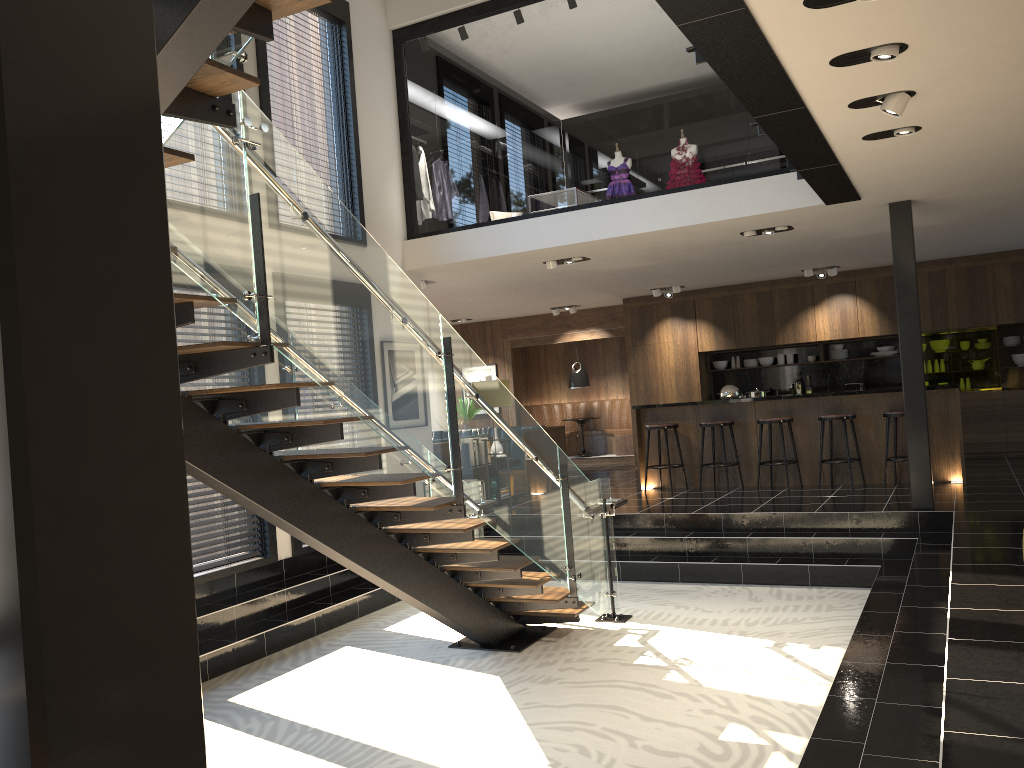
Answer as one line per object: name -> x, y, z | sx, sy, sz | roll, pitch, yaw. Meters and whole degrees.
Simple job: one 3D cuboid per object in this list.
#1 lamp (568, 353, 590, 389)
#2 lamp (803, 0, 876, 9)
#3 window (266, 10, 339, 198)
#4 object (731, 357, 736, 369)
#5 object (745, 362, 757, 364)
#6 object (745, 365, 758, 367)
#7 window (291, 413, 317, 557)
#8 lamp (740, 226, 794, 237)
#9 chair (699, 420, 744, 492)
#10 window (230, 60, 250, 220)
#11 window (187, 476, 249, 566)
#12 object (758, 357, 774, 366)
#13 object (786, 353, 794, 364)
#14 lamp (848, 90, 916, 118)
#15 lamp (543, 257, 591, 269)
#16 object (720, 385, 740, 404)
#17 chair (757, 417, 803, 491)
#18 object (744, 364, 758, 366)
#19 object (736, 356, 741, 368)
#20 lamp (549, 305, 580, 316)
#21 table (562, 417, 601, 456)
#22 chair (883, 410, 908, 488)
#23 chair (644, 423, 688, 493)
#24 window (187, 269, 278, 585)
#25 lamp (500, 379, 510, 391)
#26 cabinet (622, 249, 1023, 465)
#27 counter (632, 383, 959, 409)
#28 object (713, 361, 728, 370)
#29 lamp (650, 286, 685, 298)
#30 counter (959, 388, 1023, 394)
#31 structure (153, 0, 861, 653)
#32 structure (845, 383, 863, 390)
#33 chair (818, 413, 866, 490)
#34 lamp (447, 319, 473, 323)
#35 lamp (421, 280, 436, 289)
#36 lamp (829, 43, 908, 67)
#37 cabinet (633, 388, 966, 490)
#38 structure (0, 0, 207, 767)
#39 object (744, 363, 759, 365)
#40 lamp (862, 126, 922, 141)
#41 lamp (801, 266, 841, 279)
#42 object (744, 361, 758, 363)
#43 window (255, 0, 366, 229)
lamp -> 1.154, -0.415, 15.634 | 0.389, 0.974, 0.389 | -4, 0, -20
lamp -> 1.310, -1.572, 3.455 | 0.346, 0.177, 0.195 | -5, -1, 27
window -> -2.080, -2.579, 8.428 | 0.005, 2.297, 1.220 | -4, -1, 27
object -> 3.467, -0.333, 13.888 | 0.060, 0.185, 0.060 | -4, 0, -32
object -> 3.710, -0.319, 13.756 | 0.220, 0.033, 0.220 | -5, -1, 24
object -> 3.713, -0.271, 13.756 | 0.220, 0.033, 0.220 | -5, -1, 24
window -> -1.811, 0.263, 8.373 | 0.358, 2.475, 1.393 | -4, -1, 27
lamp -> 2.516, -1.567, 8.768 | 0.502, 0.194, 0.349 | -5, -1, 27
chair -> 2.399, 0.829, 10.273 | 0.413, 0.799, 0.412 | -5, -1, 36
window -> -2.737, -2.559, 6.976 | 0.358, 2.475, 1.393 | -4, -1, 27
window -> -2.615, 0.294, 6.946 | 0.005, 2.297, 1.312 | -4, -1, 27
object -> 3.921, -0.339, 13.658 | 0.234, 0.138, 0.234 | -3, -1, -43
object -> 4.227, -0.383, 13.475 | 0.109, 0.161, 0.109 | -5, -1, 39
lamp -> 2.014, -1.562, 4.838 | 0.346, 0.247, 0.195 | -5, -1, 27
lamp -> 0.599, -1.389, 9.746 | 0.502, 0.231, 0.349 | -5, -1, 27
object -> 2.570, 0.122, 10.455 | 0.227, 0.228, 0.227 | -4, -1, -12
chair -> 2.986, 0.781, 9.974 | 0.413, 0.799, 0.412 | -5, -1, 36
object -> 3.712, -0.284, 13.756 | 0.220, 0.033, 0.220 | -5, -1, 24
object -> 3.534, -0.338, 13.854 | 0.060, 0.185, 0.060 | -4, 0, -4
lamp -> 0.885, -1.289, 14.742 | 0.502, 0.280, 0.349 | -5, -1, 27
table -> 1.248, 0.931, 15.643 | 0.702, 0.643, 0.702 | -4, -1, 2
chair -> 4.160, 0.683, 9.375 | 0.413, 0.799, 0.412 | -5, -1, 36
chair -> 1.812, 0.878, 10.572 | 0.413, 0.799, 0.412 | -5, -1, 36
window -> -2.555, 0.289, 6.906 | 0.358, 2.475, 1.498 | -4, -1, 27
lamp -> -0.271, 0.691, 9.826 | 0.637, 1.445, 0.437 | -4, -1, -38
cabinet -> 5.108, -0.272, 12.874 | 6.895, 2.690, 0.869 | -5, -1, 27
counter -> 3.215, 0.150, 10.336 | 3.575, 0.041, 0.698 | -5, -1, 27
object -> 3.286, -0.288, 13.982 | 0.234, 0.138, 0.234 | -5, -1, 30
lamp -> 2.298, -1.418, 13.092 | 0.502, 0.294, 0.349 | -5, -1, 27
counter -> 5.149, 0.212, 12.875 | 4.593, 0.005, 0.862 | -5, -1, 27
structure -> 0.103, -0.195, 4.868 | 3.449, 4.868, 7.277 | -4, -1, 26
structure -> 4.946, 0.108, 12.817 | 0.243, 0.231, 0.173 | -5, -1, 27
chair -> 3.573, 0.732, 9.674 | 0.413, 0.799, 0.412 | -5, -1, 36
lamp -> -0.960, -1.169, 15.682 | 0.502, 0.213, 0.349 | -5, -1, 27
lamp -> -1.187, -1.232, 10.657 | 0.502, 0.248, 0.349 | -5, -1, 27
lamp -> 1.662, -1.585, 4.147 | 0.346, 0.177, 0.195 | -5, -1, 27
cabinet -> 3.255, 0.667, 10.333 | 3.565, 0.994, 0.698 | -5, -1, 27
structure -> -1.519, 0.265, 1.458 | 3.783, 3.244, 1.148 | -5, -1, 27
object -> 3.712, -0.296, 13.756 | 0.220, 0.033, 0.220 | -5, -1, 24
lamp -> 2.362, -1.619, 5.530 | 0.346, 0.158, 0.195 | -5, -1, 27
lamp -> 4.217, -1.585, 12.114 | 0.502, 0.280, 0.349 | -5, -1, 27
object -> 3.709, -0.329, 13.756 | 0.220, 0.033, 0.220 | -5, -1, 24
window -> -2.020, -2.584, 8.389 | 0.358, 2.475, 1.393 | -4, -1, 27
